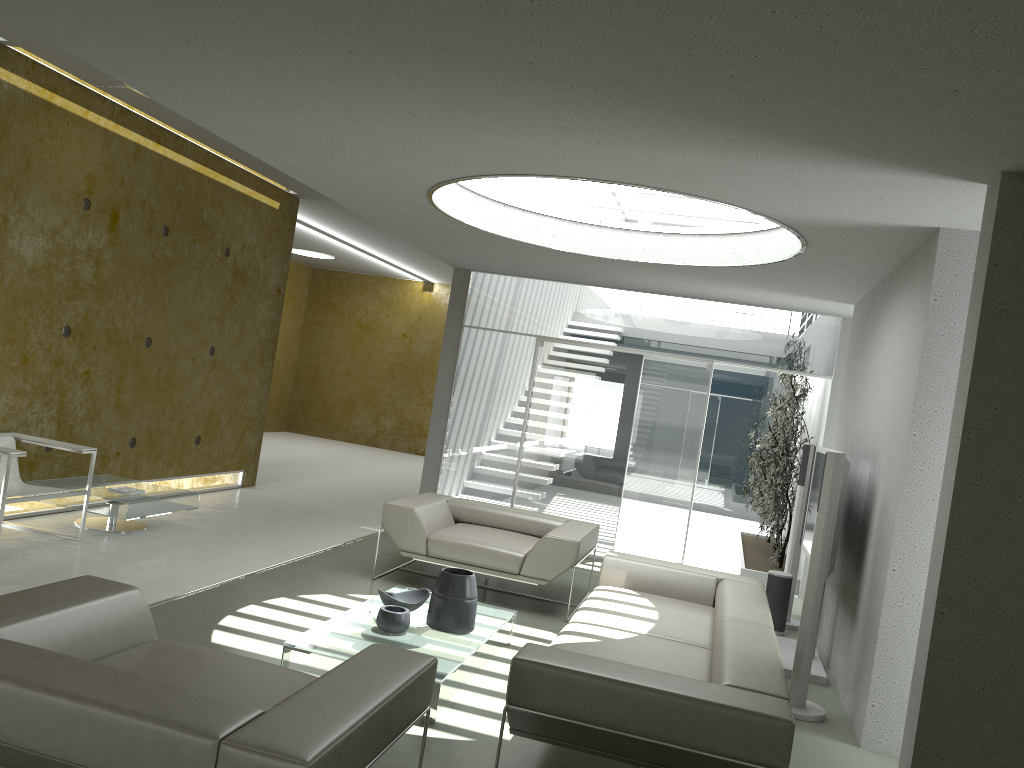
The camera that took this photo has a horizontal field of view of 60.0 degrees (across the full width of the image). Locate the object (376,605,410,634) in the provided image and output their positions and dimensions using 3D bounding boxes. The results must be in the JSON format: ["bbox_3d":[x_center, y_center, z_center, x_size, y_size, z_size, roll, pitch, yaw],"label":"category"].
[{"bbox_3d":[-0.619,1.232,4.636,0.177,0.113,0.177,9,0,-6],"label":"object"}]

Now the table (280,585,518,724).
[{"bbox_3d":[-0.535,1.404,4.813,0.790,0.200,1.500,9,0,14],"label":"table"}]

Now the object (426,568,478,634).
[{"bbox_3d":[-0.317,1.180,4.857,0.265,0.309,0.265,9,0,-3],"label":"object"}]

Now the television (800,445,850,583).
[{"bbox_3d":[2.138,0.832,6.018,0.127,0.781,1.603,9,0,14],"label":"television"}]

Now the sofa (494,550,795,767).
[{"bbox_3d":[0.759,1.408,4.496,1.037,0.585,2.791,9,0,14],"label":"sofa"}]

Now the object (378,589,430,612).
[{"bbox_3d":[-0.618,1.228,5.032,0.317,0.125,0.223,9,0,-40],"label":"object"}]

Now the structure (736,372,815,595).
[{"bbox_3d":[3.027,0.767,10.168,0.646,2.589,3.371,9,0,13],"label":"structure"}]

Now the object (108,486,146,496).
[{"bbox_3d":[-2.949,0.821,6.793,0.197,0.029,0.189,9,0,14],"label":"object"}]

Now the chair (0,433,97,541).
[{"bbox_3d":[-3.444,0.722,6.021,0.710,0.667,0.800,9,0,14],"label":"chair"}]

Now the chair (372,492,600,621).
[{"bbox_3d":[-0.161,1.276,6.808,1.481,0.583,1.039,9,0,14],"label":"chair"}]

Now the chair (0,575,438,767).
[{"bbox_3d":[-1.124,1.112,2.827,1.481,0.583,1.039,9,0,14],"label":"chair"}]

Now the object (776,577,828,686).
[{"bbox_3d":[1.973,1.550,6.028,0.323,0.689,0.882,9,0,14],"label":"object"}]

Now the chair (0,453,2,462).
[{"bbox_3d":[-3.645,0.688,5.190,0.710,0.667,0.800,9,0,14],"label":"chair"}]

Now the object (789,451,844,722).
[{"bbox_3d":[1.709,1.110,4.986,0.310,1.469,0.310,9,0,-9],"label":"object"}]

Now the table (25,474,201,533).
[{"bbox_3d":[-3.120,0.961,6.963,0.900,0.300,0.900,9,0,14],"label":"table"}]

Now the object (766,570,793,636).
[{"bbox_3d":[2.022,1.676,6.792,0.175,0.461,0.185,9,0,8],"label":"object"}]

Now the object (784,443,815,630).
[{"bbox_3d":[2.299,1.209,7.144,0.310,1.469,0.310,9,0,41],"label":"object"}]
